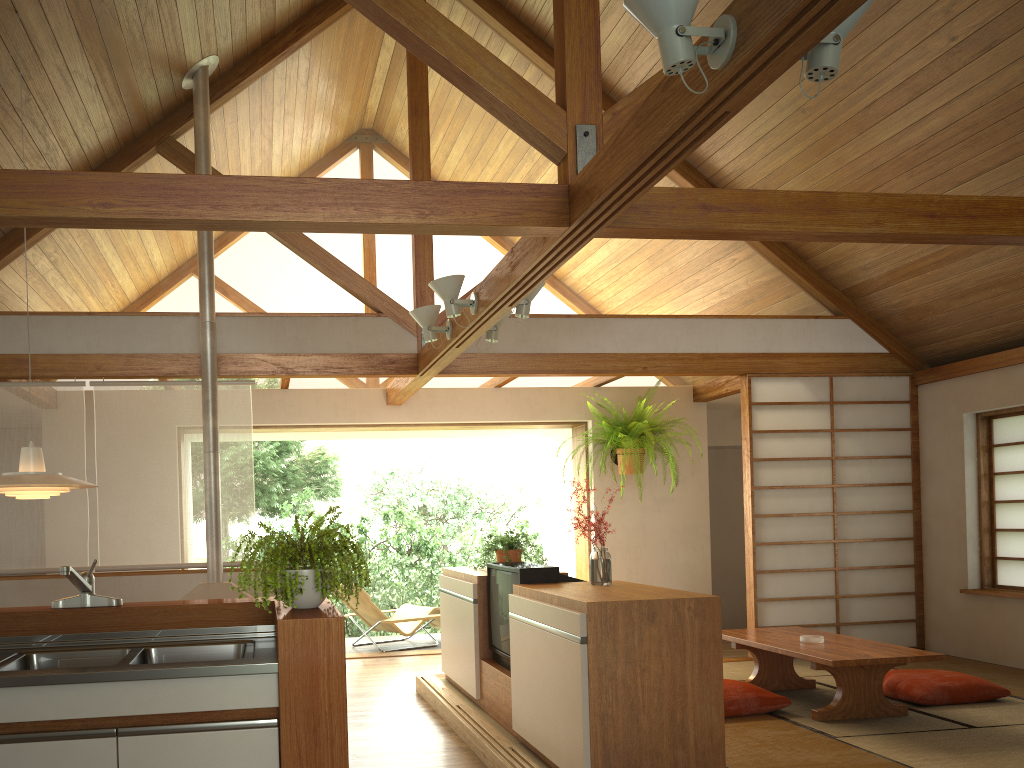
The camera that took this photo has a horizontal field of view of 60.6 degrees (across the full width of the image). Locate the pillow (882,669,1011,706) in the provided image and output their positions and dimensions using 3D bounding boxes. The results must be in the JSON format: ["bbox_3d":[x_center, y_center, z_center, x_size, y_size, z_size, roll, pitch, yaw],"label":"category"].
[{"bbox_3d":[2.319,1.681,4.904,0.542,0.131,0.583,0,-8,-13],"label":"pillow"}]

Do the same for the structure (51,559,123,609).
[{"bbox_3d":[-1.558,0.705,3.057,0.246,0.174,0.399,-2,-7,4],"label":"structure"}]

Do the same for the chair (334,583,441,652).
[{"bbox_3d":[-1.062,2.112,8.107,1.160,0.624,0.860,3,-7,-37],"label":"chair"}]

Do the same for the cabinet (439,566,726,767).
[{"bbox_3d":[0.159,1.384,4.574,0.541,0.732,2.753,-1,-8,-16],"label":"cabinet"}]

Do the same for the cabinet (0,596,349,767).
[{"bbox_3d":[-1.950,1.209,2.825,2.721,0.878,0.864,0,-4,-9],"label":"cabinet"}]

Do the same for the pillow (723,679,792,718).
[{"bbox_3d":[1.103,1.682,4.738,0.536,0.147,0.589,1,-9,-18],"label":"pillow"}]

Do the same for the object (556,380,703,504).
[{"bbox_3d":[1.067,0.515,7.413,1.227,1.123,1.106,0,-4,-18],"label":"object"}]

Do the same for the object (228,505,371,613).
[{"bbox_3d":[-0.691,0.586,2.924,0.467,0.349,0.484,-3,-6,12],"label":"object"}]

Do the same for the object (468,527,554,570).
[{"bbox_3d":[-0.054,1.106,5.612,0.532,0.374,0.538,-6,-7,38],"label":"object"}]

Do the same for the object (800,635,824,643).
[{"bbox_3d":[1.636,1.391,4.772,0.111,0.030,0.128,5,-10,-38],"label":"object"}]

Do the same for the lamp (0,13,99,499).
[{"bbox_3d":[-2.761,-0.543,3.884,1.799,2.142,0.558,-2,-1,2],"label":"lamp"}]

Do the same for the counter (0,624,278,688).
[{"bbox_3d":[-2.029,0.926,2.724,2.526,0.168,0.636,0,-8,-9],"label":"counter"}]

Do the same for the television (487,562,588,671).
[{"bbox_3d":[0.184,1.209,4.579,0.478,0.536,0.664,-1,-5,-13],"label":"television"}]

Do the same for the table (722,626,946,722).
[{"bbox_3d":[1.650,1.577,4.796,0.585,0.334,1.249,0,-8,-14],"label":"table"}]

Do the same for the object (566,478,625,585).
[{"bbox_3d":[0.370,0.671,3.997,0.235,0.498,0.229,-2,-1,-6],"label":"object"}]
